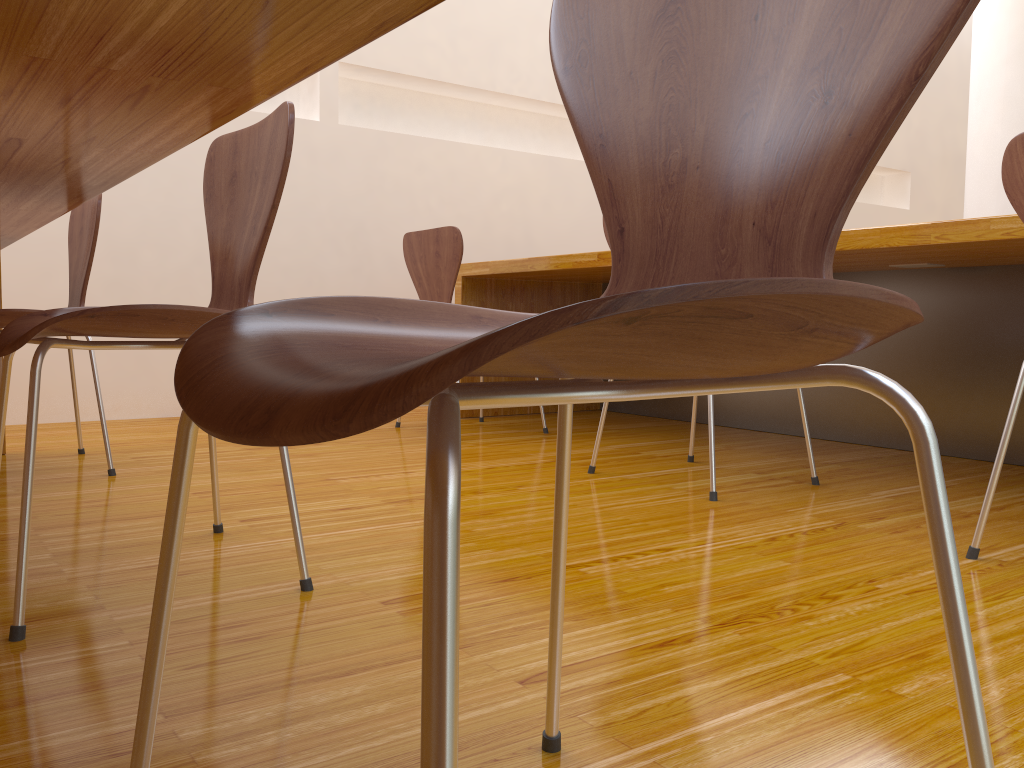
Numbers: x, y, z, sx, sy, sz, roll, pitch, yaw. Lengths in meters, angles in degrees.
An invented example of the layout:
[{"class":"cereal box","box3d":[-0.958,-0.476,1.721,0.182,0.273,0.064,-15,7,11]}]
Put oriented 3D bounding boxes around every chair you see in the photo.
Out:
[{"class":"chair","box3d":[-0.143,-0.179,3.107,0.381,0.693,0.428,-2,5,-35]},{"class":"chair","box3d":[0.011,0.006,0.501,0.381,0.693,0.428,-2,5,-35]},{"class":"chair","box3d":[-0.549,-0.056,1.292,0.381,0.693,0.428,-2,5,-35]},{"class":"chair","box3d":[-1.225,-0.126,2.182,0.381,0.693,0.428,-2,5,-35]},{"class":"chair","box3d":[0.470,-0.107,2.173,0.381,0.693,0.428,-2,5,-35]},{"class":"chair","box3d":[1.030,-0.046,1.382,0.381,0.693,0.428,-2,5,-35]}]

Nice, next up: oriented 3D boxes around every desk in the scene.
[{"class":"desk","box3d":[-0.996,-0.198,0.775,1.248,1.022,3.216,-2,5,-35]},{"class":"desk","box3d":[1.294,-0.005,2.691,1.527,0.785,3.243,-2,5,-35]}]
